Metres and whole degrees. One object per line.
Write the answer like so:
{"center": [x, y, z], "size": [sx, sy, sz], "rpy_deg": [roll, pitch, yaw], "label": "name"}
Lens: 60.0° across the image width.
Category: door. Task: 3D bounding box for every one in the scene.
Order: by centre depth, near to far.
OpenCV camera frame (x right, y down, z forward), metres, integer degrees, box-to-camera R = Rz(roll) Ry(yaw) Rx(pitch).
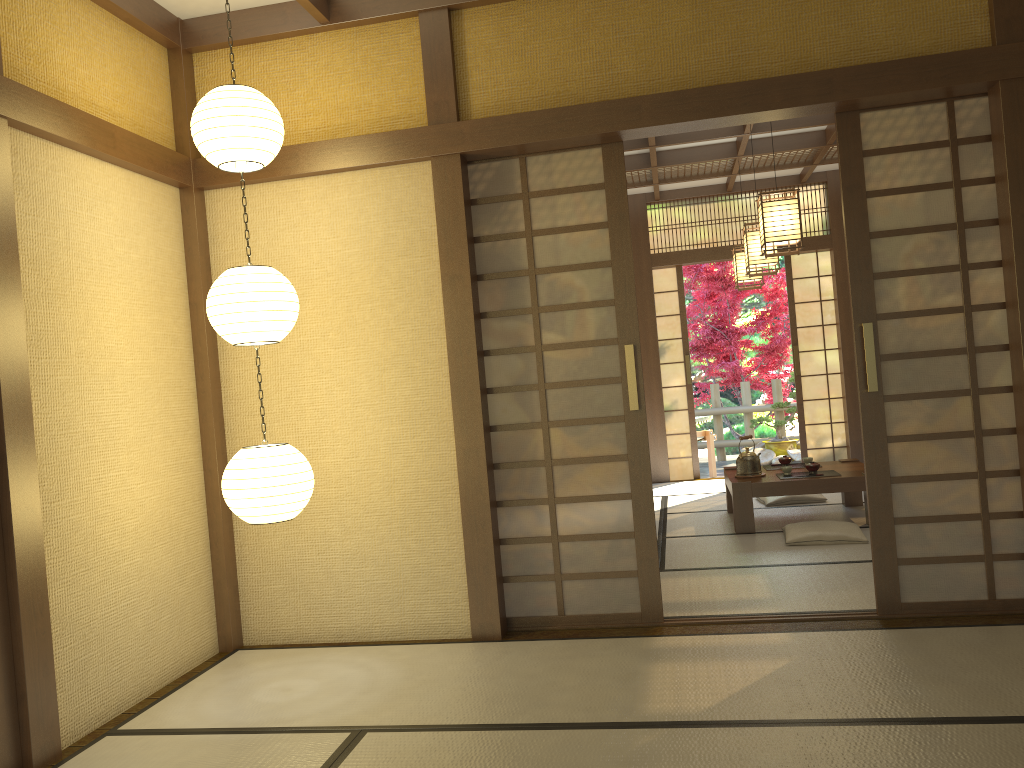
{"center": [-2.012, 0.223, 1.539], "size": [0.140, 2.230, 2.890], "rpy_deg": [-5, 0, 10], "label": "door"}
{"center": [2.121, -0.157, 3.796], "size": [1.230, 2.265, 0.076], "rpy_deg": [-5, 0, 10], "label": "door"}
{"center": [-0.001, 0.024, 4.185], "size": [1.230, 2.265, 0.076], "rpy_deg": [-5, 0, 10], "label": "door"}
{"center": [3.810, -0.276, 8.904], "size": [1.894, 2.380, 0.073], "rpy_deg": [-5, 0, 10], "label": "door"}
{"center": [0.946, -0.031, 9.430], "size": [1.894, 2.380, 0.073], "rpy_deg": [-5, 0, 10], "label": "door"}

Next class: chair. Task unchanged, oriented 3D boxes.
{"center": [1.861, 0.791, 10.166], "size": [0.704, 0.598, 0.698], "rpy_deg": [-5, 0, -33], "label": "chair"}

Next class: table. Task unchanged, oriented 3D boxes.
{"center": [2.092, 0.798, 6.448], "size": [1.000, 0.350, 1.000], "rpy_deg": [-5, 0, 10], "label": "table"}

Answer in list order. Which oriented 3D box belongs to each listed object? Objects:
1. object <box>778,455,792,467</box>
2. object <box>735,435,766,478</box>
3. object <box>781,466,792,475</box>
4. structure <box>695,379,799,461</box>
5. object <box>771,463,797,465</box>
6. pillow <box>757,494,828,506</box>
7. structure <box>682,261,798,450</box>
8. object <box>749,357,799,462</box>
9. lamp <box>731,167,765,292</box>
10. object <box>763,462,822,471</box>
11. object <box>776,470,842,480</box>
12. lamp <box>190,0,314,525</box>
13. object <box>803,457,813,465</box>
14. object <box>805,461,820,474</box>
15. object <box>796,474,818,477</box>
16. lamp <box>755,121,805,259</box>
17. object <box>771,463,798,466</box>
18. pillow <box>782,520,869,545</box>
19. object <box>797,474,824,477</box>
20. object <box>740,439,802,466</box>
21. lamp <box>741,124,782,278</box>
{"center": [2.073, 0.584, 6.729], "size": [0.100, 0.080, 0.100], "rpy_deg": [-5, 0, 10], "label": "object"}
{"center": [1.706, 0.517, 6.398], "size": [0.219, 0.296, 0.226], "rpy_deg": [-5, 0, 5], "label": "object"}
{"center": [1.944, 0.612, 6.268], "size": [0.073, 0.052, 0.074], "rpy_deg": [-5, 0, -36], "label": "object"}
{"center": [3.565, 0.479, 11.611], "size": [7.456, 1.136, 0.245], "rpy_deg": [-5, 0, 10], "label": "structure"}
{"center": [2.109, 0.619, 6.867], "size": [0.200, 0.008, 0.008], "rpy_deg": [-5, 0, 11], "label": "object"}
{"center": [2.281, 0.920, 7.288], "size": [0.496, 0.107, 0.486], "rpy_deg": [-5, 0, 4], "label": "pillow"}
{"center": [2.818, -0.854, 12.569], "size": [3.412, 4.004, 3.045], "rpy_deg": [-5, 0, 43], "label": "structure"}
{"center": [3.478, 0.277, 10.979], "size": [1.032, 1.362, 0.586], "rpy_deg": [-5, 0, 37], "label": "object"}
{"center": [2.009, -1.372, 7.669], "size": [0.240, 1.129, 0.240], "rpy_deg": [-5, 0, 10], "label": "lamp"}
{"center": [2.129, 0.625, 6.748], "size": [0.400, 0.007, 0.300], "rpy_deg": [-5, 0, 10], "label": "object"}
{"center": [2.061, 0.632, 6.184], "size": [0.400, 0.007, 0.300], "rpy_deg": [-5, 0, 10], "label": "object"}
{"center": [-1.066, -0.593, 3.572], "size": [0.363, 2.297, 0.363], "rpy_deg": [-5, 0, 10], "label": "lamp"}
{"center": [2.246, 0.586, 6.728], "size": [0.073, 0.052, 0.074], "rpy_deg": [-5, 0, -36], "label": "object"}
{"center": [2.098, 0.582, 6.189], "size": [0.100, 0.080, 0.100], "rpy_deg": [-5, 0, 10], "label": "object"}
{"center": [2.034, 0.627, 6.083], "size": [0.200, 0.008, 0.008], "rpy_deg": [-5, 0, 4], "label": "object"}
{"center": [1.591, -1.334, 5.377], "size": [0.240, 1.129, 0.240], "rpy_deg": [-5, 0, 10], "label": "lamp"}
{"center": [2.105, 0.620, 6.850], "size": [0.200, 0.008, 0.008], "rpy_deg": [-5, 0, 7], "label": "object"}
{"center": [1.987, 0.947, 5.676], "size": [0.486, 0.107, 0.496], "rpy_deg": [-5, 0, 14], "label": "pillow"}
{"center": [2.029, 0.627, 6.071], "size": [0.200, 0.008, 0.008], "rpy_deg": [-5, 0, 8], "label": "object"}
{"center": [3.468, 0.832, 10.978], "size": [1.260, 0.276, 1.147], "rpy_deg": [-5, 0, 6], "label": "object"}
{"center": [1.800, -1.353, 6.523], "size": [0.240, 1.129, 0.240], "rpy_deg": [-5, 0, 10], "label": "lamp"}
